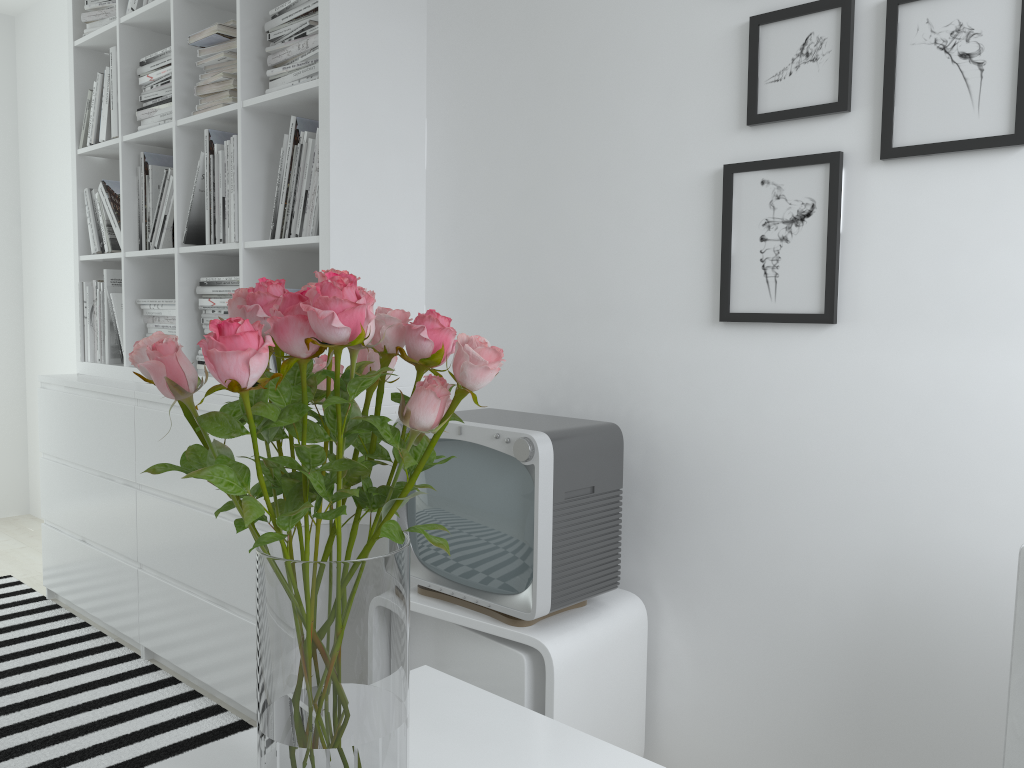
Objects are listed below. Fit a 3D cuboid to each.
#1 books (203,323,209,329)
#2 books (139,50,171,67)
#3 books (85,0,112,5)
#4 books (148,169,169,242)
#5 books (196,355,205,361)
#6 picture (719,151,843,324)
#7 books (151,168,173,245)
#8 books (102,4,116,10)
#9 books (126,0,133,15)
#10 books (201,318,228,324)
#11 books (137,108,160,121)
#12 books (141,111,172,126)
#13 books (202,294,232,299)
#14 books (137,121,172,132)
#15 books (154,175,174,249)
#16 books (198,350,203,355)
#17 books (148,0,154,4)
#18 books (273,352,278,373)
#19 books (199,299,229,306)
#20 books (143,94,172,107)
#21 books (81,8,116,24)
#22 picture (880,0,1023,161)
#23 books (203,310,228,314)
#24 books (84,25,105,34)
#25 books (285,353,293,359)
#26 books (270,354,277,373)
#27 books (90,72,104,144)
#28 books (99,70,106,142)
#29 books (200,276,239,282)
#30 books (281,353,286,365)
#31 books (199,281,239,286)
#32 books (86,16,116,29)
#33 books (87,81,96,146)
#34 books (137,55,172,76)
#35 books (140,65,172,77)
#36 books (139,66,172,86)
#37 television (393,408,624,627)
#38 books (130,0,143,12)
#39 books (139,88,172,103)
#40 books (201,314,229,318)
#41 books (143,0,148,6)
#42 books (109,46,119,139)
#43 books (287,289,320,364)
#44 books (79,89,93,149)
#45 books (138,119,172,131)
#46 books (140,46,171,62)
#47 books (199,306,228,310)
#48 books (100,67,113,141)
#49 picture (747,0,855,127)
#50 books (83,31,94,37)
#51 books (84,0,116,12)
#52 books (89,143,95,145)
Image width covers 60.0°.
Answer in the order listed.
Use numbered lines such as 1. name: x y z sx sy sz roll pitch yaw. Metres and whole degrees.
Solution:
1. books: -0.782 -0.173 2.687 0.288 0.016 0.182 5 6 43
2. books: -1.058 -1.038 2.855 0.285 0.012 0.159 5 6 43
3. books: -1.340 -1.332 3.115 0.263 0.017 0.167 3 5 28
4. books: -1.093 -0.578 2.920 0.138 0.226 0.161 5 6 43
5. books: -0.794 -0.074 2.667 0.288 0.016 0.182 5 6 43
6. picture: 0.501 -0.269 1.669 0.232 0.306 0.019 5 6 43
7. books: -1.081 -0.567 2.922 0.153 0.253 0.159 5 6 43
8. books: -1.317 -1.299 3.118 0.288 0.016 0.182 4 6 38
9. books: -1.134 -1.297 2.889 0.173 0.226 0.186 5 6 43
10. books: -0.797 -0.189 2.682 0.263 0.017 0.167 5 6 43
11. books: -1.055 -0.873 2.877 0.296 0.028 0.180 4 6 38
12. books: -1.059 -0.850 2.880 0.273 0.021 0.174 5 6 43
13. books: -0.796 -0.262 2.673 0.254 0.013 0.161 5 6 43
14. books: -1.062 -0.815 2.870 0.288 0.016 0.182 5 6 43
15. books: -1.063 -0.550 2.909 0.146 0.236 0.167 5 6 43
16. books: -0.791 -0.091 2.678 0.288 0.016 0.182 5 6 43
17. books: -1.049 -1.287 2.781 0.084 0.222 0.161 5 6 43
18. books: -0.591 -0.120 2.438 0.104 0.232 0.152 5 6 43
19. books: -0.793 -0.244 2.664 0.273 0.021 0.174 5 6 43
20. books: -1.049 -0.913 2.890 0.288 0.016 0.182 5 6 43
21. books: -1.328 -1.276 3.109 0.296 0.028 0.180 3 5 23
22. picture: 0.722 -0.516 1.445 0.225 0.274 0.018 5 6 43
23. books: -0.786 -0.215 2.666 0.285 0.012 0.159 5 6 43
24. books: -1.329 -1.233 3.117 0.288 0.016 0.182 3 5 28
25. books: -0.542 -0.105 2.391 0.118 0.213 0.161 5 6 43
26. books: -0.616 -0.124 2.458 0.112 0.235 0.172 5 6 43
27. books: -1.374 -0.950 3.107 0.112 0.235 0.172 5 6 43
28. books: -1.335 -0.950 3.085 0.093 0.239 0.172 5 6 43
29. books: -0.799 -0.312 2.665 0.254 0.012 0.161 5 6 43
30. books: -0.567 -0.111 2.421 0.101 0.218 0.161 5 6 43
31. books: -0.791 -0.298 2.652 0.285 0.012 0.159 5 6 43
32. books: -1.333 -1.251 3.112 0.273 0.021 0.174 4 6 33
33. books: -1.414 -0.946 3.154 0.101 0.218 0.161 5 6 43
34. books: -1.053 -1.019 2.865 0.331 0.025 0.176 5 6 43
35. books: -1.063 -1.002 2.875 0.254 0.013 0.161 4 6 38
36. books: -1.060 -0.984 2.866 0.273 0.021 0.174 5 6 43
37. television: -0.021 0.259 1.835 0.414 0.374 0.273 5 6 43
38. books: -1.113 -1.287 2.857 0.162 0.210 0.167 5 6 43
39. books: -1.064 -0.929 2.884 0.263 0.017 0.167 4 6 38
40. books: -0.798 -0.204 2.670 0.254 0.012 0.161 5 6 43
41. books: -1.072 -1.287 2.806 0.101 0.218 0.161 5 6 43
42. books: -1.260 -0.967 2.992 0.053 0.290 0.176 5 6 43
43. books: -0.489 -0.123 2.346 0.226 0.255 0.176 5 6 43
44. books: -1.454 -0.931 3.185 0.127 0.210 0.161 5 6 43
45. books: -1.055 -0.832 2.884 0.288 0.016 0.182 4 6 38
46. books: -1.066 -1.052 2.867 0.254 0.012 0.161 5 6 43
47. books: -0.807 -0.229 2.673 0.256 0.013 0.161 5 6 43
48. books: -1.311 -0.949 3.053 0.105 0.242 0.174 5 6 43
49. picture: 0.525 -0.589 1.626 0.196 0.202 0.018 5 6 43
50. books: -1.333 -1.216 3.102 0.288 0.016 0.182 4 6 33
51. books: -1.325 -1.315 3.123 0.288 0.016 0.182 3 5 23
52. books: -1.396 -0.951 3.131 0.104 0.232 0.152 5 6 43
